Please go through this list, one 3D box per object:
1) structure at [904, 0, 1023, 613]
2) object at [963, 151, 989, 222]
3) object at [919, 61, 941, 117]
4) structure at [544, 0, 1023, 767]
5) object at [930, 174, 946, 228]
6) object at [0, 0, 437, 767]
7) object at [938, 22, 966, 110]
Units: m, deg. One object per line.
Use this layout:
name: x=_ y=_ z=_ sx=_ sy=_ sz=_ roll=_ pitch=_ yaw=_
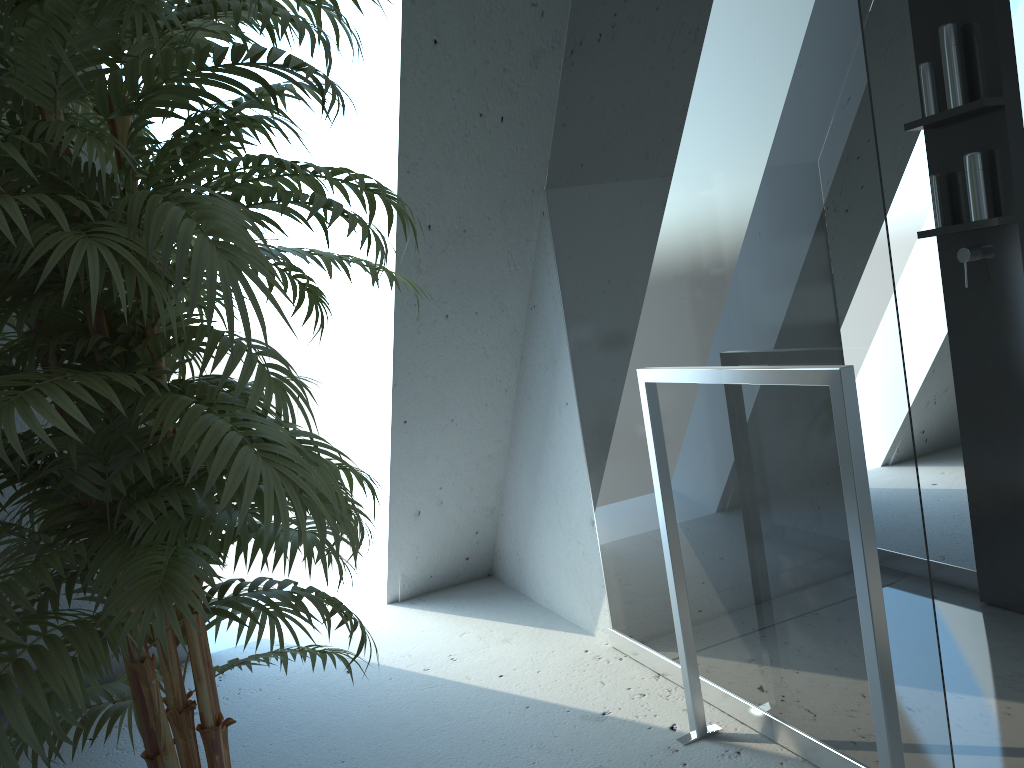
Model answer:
structure: x=1.018 y=-0.302 z=2.272 sx=0.612 sy=1.978 sz=0.250 roll=-11 pitch=5 yaw=-22
object: x=1.200 y=-0.511 z=2.293 sx=0.043 sy=0.175 sz=0.023 roll=-6 pitch=6 yaw=37
object: x=1.116 y=-0.786 z=2.366 sx=0.043 sy=0.144 sz=0.023 roll=-9 pitch=4 yaw=4
structure: x=0.874 y=-0.318 z=1.884 sx=1.184 sy=2.114 sz=1.835 roll=-11 pitch=5 yaw=-22
object: x=1.156 y=-0.497 z=2.407 sx=0.023 sy=0.144 sz=0.043 roll=-6 pitch=5 yaw=34
object: x=-0.607 y=-0.001 z=1.353 sx=1.020 sy=2.034 sz=0.980 roll=-7 pitch=5 yaw=26
object: x=1.137 y=-0.820 z=2.292 sx=0.043 sy=0.215 sz=0.043 roll=-12 pitch=6 yaw=-37
